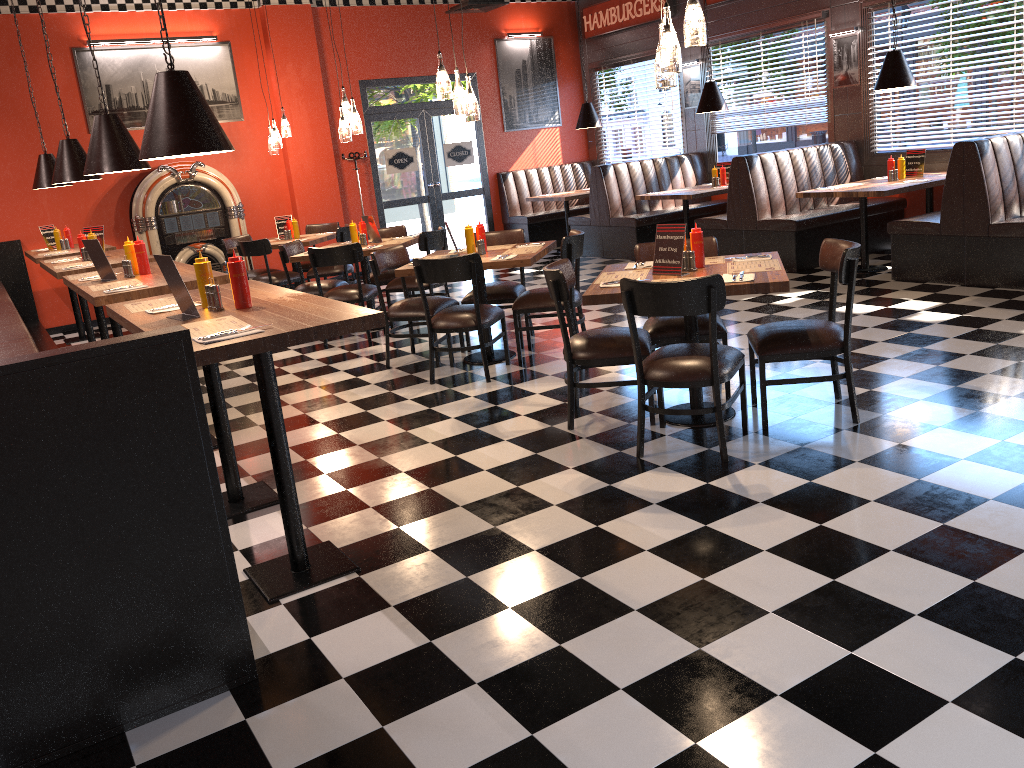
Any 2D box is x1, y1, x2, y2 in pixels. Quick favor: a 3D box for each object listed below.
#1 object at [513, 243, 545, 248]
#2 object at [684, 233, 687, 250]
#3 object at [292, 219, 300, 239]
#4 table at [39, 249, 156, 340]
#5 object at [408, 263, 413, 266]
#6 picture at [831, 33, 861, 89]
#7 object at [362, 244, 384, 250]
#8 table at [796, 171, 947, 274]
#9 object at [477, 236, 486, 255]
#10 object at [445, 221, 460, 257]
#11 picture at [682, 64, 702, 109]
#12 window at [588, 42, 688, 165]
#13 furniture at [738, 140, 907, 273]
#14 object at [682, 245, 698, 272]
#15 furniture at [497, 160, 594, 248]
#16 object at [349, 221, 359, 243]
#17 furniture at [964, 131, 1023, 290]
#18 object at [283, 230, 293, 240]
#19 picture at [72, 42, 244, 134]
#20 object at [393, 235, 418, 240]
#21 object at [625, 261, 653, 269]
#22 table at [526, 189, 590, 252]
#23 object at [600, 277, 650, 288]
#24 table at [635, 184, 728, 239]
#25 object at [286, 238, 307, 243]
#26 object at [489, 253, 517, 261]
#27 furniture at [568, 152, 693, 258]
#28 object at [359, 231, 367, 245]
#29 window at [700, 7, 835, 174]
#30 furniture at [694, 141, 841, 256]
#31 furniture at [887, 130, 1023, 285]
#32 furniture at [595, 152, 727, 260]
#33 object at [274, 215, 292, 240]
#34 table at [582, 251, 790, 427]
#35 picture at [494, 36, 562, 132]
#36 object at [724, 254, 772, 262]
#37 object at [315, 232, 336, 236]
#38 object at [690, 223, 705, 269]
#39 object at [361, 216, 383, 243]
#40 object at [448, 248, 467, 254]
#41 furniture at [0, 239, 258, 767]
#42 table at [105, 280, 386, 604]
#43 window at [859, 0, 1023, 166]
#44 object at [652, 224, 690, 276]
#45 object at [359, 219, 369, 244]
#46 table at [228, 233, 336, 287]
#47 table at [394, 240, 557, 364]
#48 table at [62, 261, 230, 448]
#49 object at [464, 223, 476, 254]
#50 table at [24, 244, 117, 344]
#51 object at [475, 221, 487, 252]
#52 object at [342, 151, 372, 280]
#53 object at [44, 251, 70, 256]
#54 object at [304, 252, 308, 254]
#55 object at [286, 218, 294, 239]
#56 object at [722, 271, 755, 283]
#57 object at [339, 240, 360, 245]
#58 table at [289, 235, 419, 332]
[{"bbox_3d":[0.116,-1.031,6.575,0.255,0.019,0.159,-3,15,14],"label":"object"},{"bbox_3d":[0.895,-0.734,4.717,0.068,0.235,0.068,-10,13,-15],"label":"object"},{"bbox_3d":[-2.413,-1.742,9.877,0.068,0.235,0.068,-15,15,-32],"label":"object"},{"bbox_3d":[-3.345,-0.537,7.316,0.699,0.990,1.701,-14,16,-29],"label":"table"},{"bbox_3d":[-0.597,-0.858,6.243,0.255,0.019,0.159,-2,16,16],"label":"object"},{"bbox_3d":[3.611,-3.490,9.580,0.012,0.531,0.353,-14,15,-29],"label":"picture"},{"bbox_3d":[-1.238,-1.218,7.852,0.157,0.019,0.258,-2,16,16],"label":"object"},{"bbox_3d":[3.699,-1.561,8.507,1.700,0.766,0.961,-15,16,-29],"label":"table"},{"bbox_3d":[-0.225,-1.002,6.393,0.046,0.135,0.094,-2,14,19],"label":"object"},{"bbox_3d":[-0.435,-1.057,6.452,0.072,0.254,0.190,-7,14,0],"label":"object"},{"bbox_3d":[2.359,-3.887,11.592,0.012,0.531,0.353,-14,15,-29],"label":"picture"},{"bbox_3d":[1.820,-3.841,12.688,0.128,1.697,2.038,-14,16,-29],"label":"window"},{"bbox_3d":[3.245,-1.885,9.175,1.717,1.143,0.709,-15,16,-29],"label":"furniture"},{"bbox_3d":[0.915,-0.655,4.615,0.047,0.135,0.094,-17,17,-39],"label":"object"},{"bbox_3d":[0.743,-2.679,13.198,1.717,1.143,0.709,-15,16,-29],"label":"furniture"},{"bbox_3d":[-1.465,-1.401,8.208,0.068,0.235,0.068,-13,14,-24],"label":"object"},{"bbox_3d":[4.497,-1.487,7.163,1.717,1.143,0.709,-15,16,-29],"label":"furniture"},{"bbox_3d":[-2.494,-1.672,9.854,0.094,0.135,0.047,-14,15,-29],"label":"object"},{"bbox_3d":[-4.120,-3.506,10.436,1.778,0.931,0.023,-15,15,-29],"label":"picture"},{"bbox_3d":[-1.035,-1.392,8.409,0.255,0.019,0.159,-2,16,17],"label":"object"},{"bbox_3d":[0.717,-0.670,4.980,0.157,0.019,0.258,-2,16,15],"label":"object"},{"bbox_3d":[1.199,-2.355,12.526,1.700,0.766,0.961,-15,16,-29],"label":"table"},{"bbox_3d":[0.570,-0.515,4.470,0.255,0.019,0.159,-4,15,9],"label":"object"},{"bbox_3d":[2.456,-1.956,10.506,1.700,0.766,0.961,-15,16,-29],"label":"table"},{"bbox_3d":[-2.304,-1.547,9.531,0.157,0.019,0.258,-2,16,18],"label":"object"},{"bbox_3d":[-0.053,-0.873,6.062,0.157,0.019,0.258,-2,16,17],"label":"object"},{"bbox_3d":[1.625,-2.399,11.781,1.717,1.143,0.709,-15,16,-29],"label":"furniture"},{"bbox_3d":[-1.375,-1.347,8.167,0.047,0.135,0.094,-17,17,-39],"label":"object"},{"bbox_3d":[3.071,-3.443,10.676,0.128,1.697,2.038,-14,16,-29],"label":"window"},{"bbox_3d":[2.876,-2.002,9.769,1.717,1.143,0.709,-15,16,-29],"label":"furniture"},{"bbox_3d":[4.127,-1.605,7.757,1.717,1.143,0.709,-15,16,-29],"label":"furniture"},{"bbox_3d":[1.994,-2.282,11.186,1.717,1.143,0.709,-15,16,-29],"label":"furniture"},{"bbox_3d":[-2.563,-1.768,10.005,0.189,0.254,0.073,-12,14,-20],"label":"object"},{"bbox_3d":[0.953,-0.211,4.691,0.956,0.766,0.970,-3,15,14],"label":"table"},{"bbox_3d":[0.249,-4.418,13.036,1.028,1.289,0.016,-15,15,-30],"label":"picture"},{"bbox_3d":[1.270,-0.680,4.777,0.255,0.019,0.159,-2,16,18],"label":"object"},{"bbox_3d":[-2.126,-1.706,10.041,0.255,0.019,0.159,-3,15,15],"label":"object"},{"bbox_3d":[0.976,-0.731,4.670,0.068,0.235,0.068,-4,13,12],"label":"object"},{"bbox_3d":[-1.308,-1.446,8.270,0.073,0.254,0.189,-17,17,-39],"label":"object"},{"bbox_3d":[-0.402,-1.018,6.749,0.157,0.019,0.258,-5,15,7],"label":"object"},{"bbox_3d":[-3.603,-0.239,6.040,1.109,1.138,8.804,-14,17,-29],"label":"furniture"},{"bbox_3d":[-1.129,0.167,3.754,0.699,0.990,1.701,-14,16,-29],"label":"table"},{"bbox_3d":[4.322,-3.046,8.664,0.128,1.697,2.038,-14,16,-29],"label":"window"},{"bbox_3d":[0.808,-0.691,4.560,0.073,0.254,0.189,-17,17,-39],"label":"object"},{"bbox_3d":[-1.385,-1.423,8.252,0.068,0.235,0.068,-13,14,-24],"label":"object"},{"bbox_3d":[-2.447,-1.242,9.973,0.959,0.766,0.967,-3,15,14],"label":"table"},{"bbox_3d":[-0.192,-0.568,6.505,0.959,0.766,0.967,-3,15,14],"label":"table"},{"bbox_3d":[-2.240,-0.186,5.540,0.699,0.990,1.701,-14,16,-29],"label":"table"},{"bbox_3d":[-0.307,-1.062,6.451,0.068,0.235,0.068,-13,14,-24],"label":"object"},{"bbox_3d":[-4.466,-0.893,9.119,0.699,0.990,1.701,-14,16,-29],"label":"table"},{"bbox_3d":[-0.227,-1.083,6.495,0.068,0.235,0.068,-13,14,-24],"label":"object"},{"bbox_3d":[-1.964,-2.224,11.715,0.375,1.642,0.378,-8,13,-8],"label":"object"},{"bbox_3d":[-4.279,-1.236,8.366,0.256,0.019,0.158,-16,18,-32],"label":"object"},{"bbox_3d":[-1.744,-1.205,8.021,0.255,0.019,0.159,-5,15,8],"label":"object"},{"bbox_3d":[-2.490,-1.747,9.931,0.068,0.235,0.068,-15,15,-32],"label":"object"},{"bbox_3d":[1.084,-0.516,4.252,0.157,0.019,0.258,-2,16,17],"label":"object"},{"bbox_3d":[-1.570,-1.370,8.557,0.157,0.019,0.258,-3,15,14],"label":"object"},{"bbox_3d":[-1.362,-0.911,8.279,0.959,0.766,0.967,-3,15,14],"label":"table"}]
